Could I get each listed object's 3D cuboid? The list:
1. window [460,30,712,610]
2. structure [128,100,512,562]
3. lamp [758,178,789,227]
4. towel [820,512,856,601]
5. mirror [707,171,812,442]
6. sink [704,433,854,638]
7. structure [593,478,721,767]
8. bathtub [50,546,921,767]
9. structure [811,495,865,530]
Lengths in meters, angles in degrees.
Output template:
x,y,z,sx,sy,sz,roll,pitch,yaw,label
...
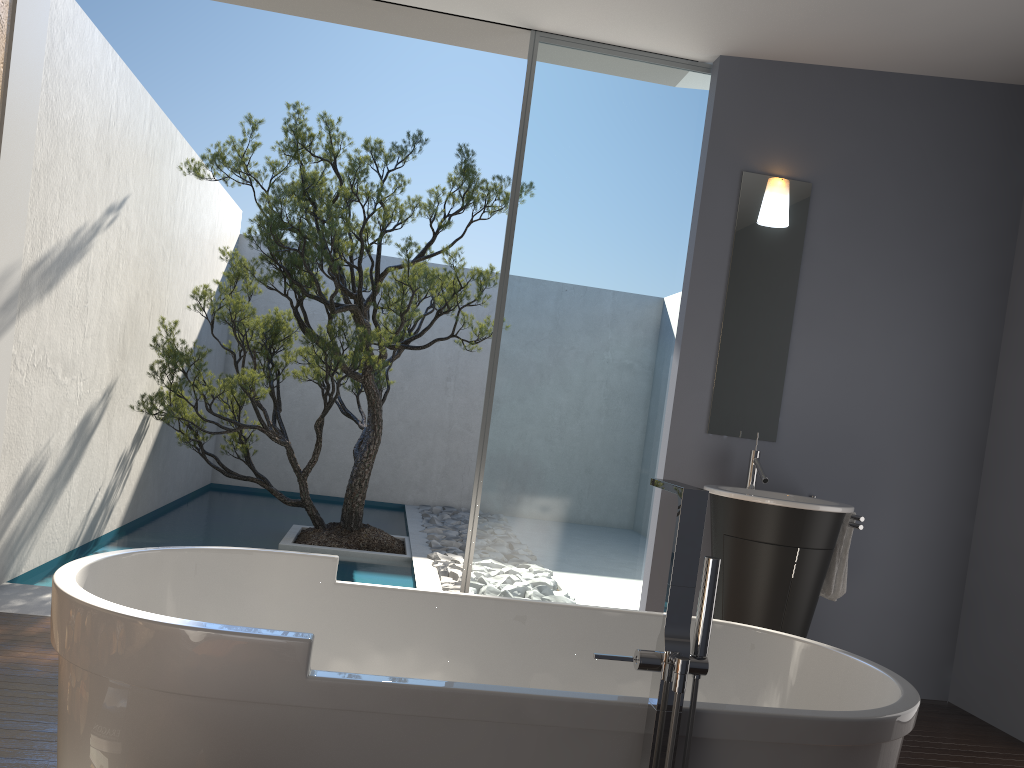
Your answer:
x,y,z,sx,sy,sz,roll,pitch,yaw,label
0.826,-0.060,4.386,1.887,3.009,0.021,7,2,-8,window
-1.410,-0.248,6.888,2.592,3.476,2.511,7,1,-15,structure
1.279,-0.878,4.247,0.157,0.214,0.057,7,2,-8,lamp
1.513,0.796,4.188,0.095,0.441,0.360,7,1,-7,towel
1.203,-0.367,4.300,0.355,1.272,0.012,7,2,-8,mirror
1.138,0.849,3.955,0.649,1.252,0.643,7,2,-26,sink
0.293,0.749,1.830,0.224,1.089,0.282,8,2,25,structure
-0.053,0.905,2.221,2.101,0.713,0.911,8,0,-8,bathtub
1.520,0.623,4.166,0.025,0.145,0.479,7,-1,-8,structure
